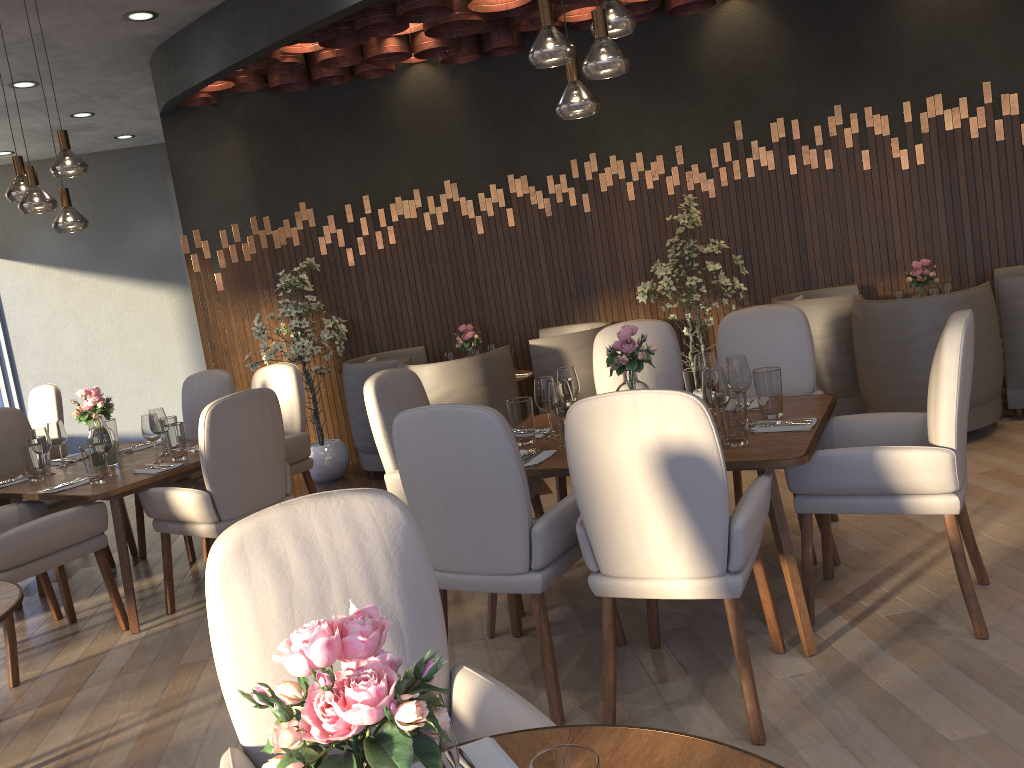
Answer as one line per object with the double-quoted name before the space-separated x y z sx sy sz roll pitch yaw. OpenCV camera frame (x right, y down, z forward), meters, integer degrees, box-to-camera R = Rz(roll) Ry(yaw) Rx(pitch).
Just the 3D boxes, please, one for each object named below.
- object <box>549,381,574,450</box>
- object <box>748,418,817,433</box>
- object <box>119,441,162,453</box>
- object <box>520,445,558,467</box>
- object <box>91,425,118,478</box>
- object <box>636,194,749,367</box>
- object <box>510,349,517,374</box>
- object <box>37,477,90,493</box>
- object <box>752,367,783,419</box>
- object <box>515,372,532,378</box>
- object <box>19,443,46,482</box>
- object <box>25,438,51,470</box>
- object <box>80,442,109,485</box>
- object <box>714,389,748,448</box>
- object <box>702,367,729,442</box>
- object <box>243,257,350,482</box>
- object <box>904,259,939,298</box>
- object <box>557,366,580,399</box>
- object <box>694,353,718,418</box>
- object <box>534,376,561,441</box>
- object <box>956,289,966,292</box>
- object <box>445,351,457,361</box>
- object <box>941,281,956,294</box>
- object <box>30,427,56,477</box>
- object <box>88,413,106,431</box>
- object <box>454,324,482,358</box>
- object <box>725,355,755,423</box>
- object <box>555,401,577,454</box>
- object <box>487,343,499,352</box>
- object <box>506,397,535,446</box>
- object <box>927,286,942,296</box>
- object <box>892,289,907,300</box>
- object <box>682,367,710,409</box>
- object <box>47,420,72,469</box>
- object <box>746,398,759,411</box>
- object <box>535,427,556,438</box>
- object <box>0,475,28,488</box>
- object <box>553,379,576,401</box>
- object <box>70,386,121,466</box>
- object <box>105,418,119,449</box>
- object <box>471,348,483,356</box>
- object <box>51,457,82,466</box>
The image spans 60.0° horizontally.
"object" 0.189 0.114 3.273 0.092 0.243 0.092 -2 9 45
"object" 0.923 0.140 3.086 0.254 0.019 0.158 -5 9 28
"object" -2.094 0.352 4.929 0.157 0.019 0.256 -3 10 37
"object" 0.066 0.258 3.203 0.157 0.019 0.256 -5 9 26
"object" -1.914 0.319 4.162 0.092 0.243 0.092 -10 7 -7
"object" 1.251 -0.468 6.006 0.745 1.611 0.792 -7 7 20
"object" -0.018 -0.156 6.343 0.102 0.178 0.103 -3 9 40
"object" -2.049 0.462 4.117 0.157 0.019 0.256 -3 10 35
"object" 0.940 0.034 3.239 0.102 0.178 0.103 -4 8 35
"object" 0.008 -0.056 6.187 0.255 0.019 0.158 -7 8 14
"object" -2.368 0.391 4.391 0.102 0.178 0.103 -3 9 41
"object" -2.498 0.369 4.686 0.102 0.178 0.103 -5 8 29
"object" -1.904 0.366 4.056 0.102 0.178 0.103 -3 9 41
"object" 0.727 0.114 2.915 0.102 0.178 0.102 -3 9 42
"object" 0.700 0.070 3.018 0.092 0.243 0.092 -8 7 6
"object" -1.517 -0.093 6.440 0.788 1.611 0.749 -9 7 0
"object" 2.591 -0.580 5.584 0.210 0.414 0.198 -8 7 6
"object" 0.239 0.051 3.654 0.092 0.243 0.092 -11 7 -20
"object" 0.754 0.006 3.405 0.092 0.243 0.092 -11 7 -15
"object" 0.140 0.095 3.461 0.092 0.243 0.092 -15 9 -41
"object" 2.874 -0.508 5.613 0.102 0.178 0.103 -6 8 27
"object" -0.414 -0.106 6.200 0.092 0.243 0.092 -13 8 -30
"object" 2.762 -0.522 5.599 0.092 0.243 0.092 -13 8 -33
"object" -2.378 0.344 4.496 0.092 0.243 0.092 -13 7 -29
"object" -2.266 0.274 4.863 0.092 0.243 0.092 -10 7 -11
"object" -0.292 -0.220 6.248 0.210 0.414 0.198 -13 8 -29
"object" 0.828 0.021 3.220 0.092 0.243 0.092 -8 7 9
"object" 0.216 0.158 3.169 0.102 0.178 0.102 -3 9 42
"object" -0.122 -0.166 6.297 0.092 0.243 0.093 -5 8 33
"object" 0.040 0.147 3.440 0.102 0.178 0.103 -3 9 40
"object" 2.594 -0.470 5.426 0.092 0.243 0.092 -14 8 -38
"object" 2.445 -0.469 5.582 0.092 0.243 0.092 -10 7 -12
"object" 0.739 0.025 3.516 0.102 0.178 0.102 -3 9 43
"object" -2.396 0.319 4.690 0.092 0.243 0.092 -7 7 13
"object" 0.914 0.082 3.496 0.157 0.019 0.256 -5 9 27
"object" 0.068 0.199 3.614 0.254 0.019 0.158 -5 9 24
"object" -2.513 0.487 4.451 0.157 0.019 0.256 -3 10 35
"object" 0.225 0.071 3.765 0.102 0.178 0.102 -10 7 -6
"object" -2.113 0.216 4.516 0.210 0.414 0.198 -13 8 -29
"object" -2.263 0.291 4.975 0.102 0.178 0.102 -12 8 -27
"object" -0.226 -0.121 6.101 0.092 0.243 0.092 -13 8 -33
"object" -2.443 0.418 4.854 0.255 0.019 0.158 -4 10 33
